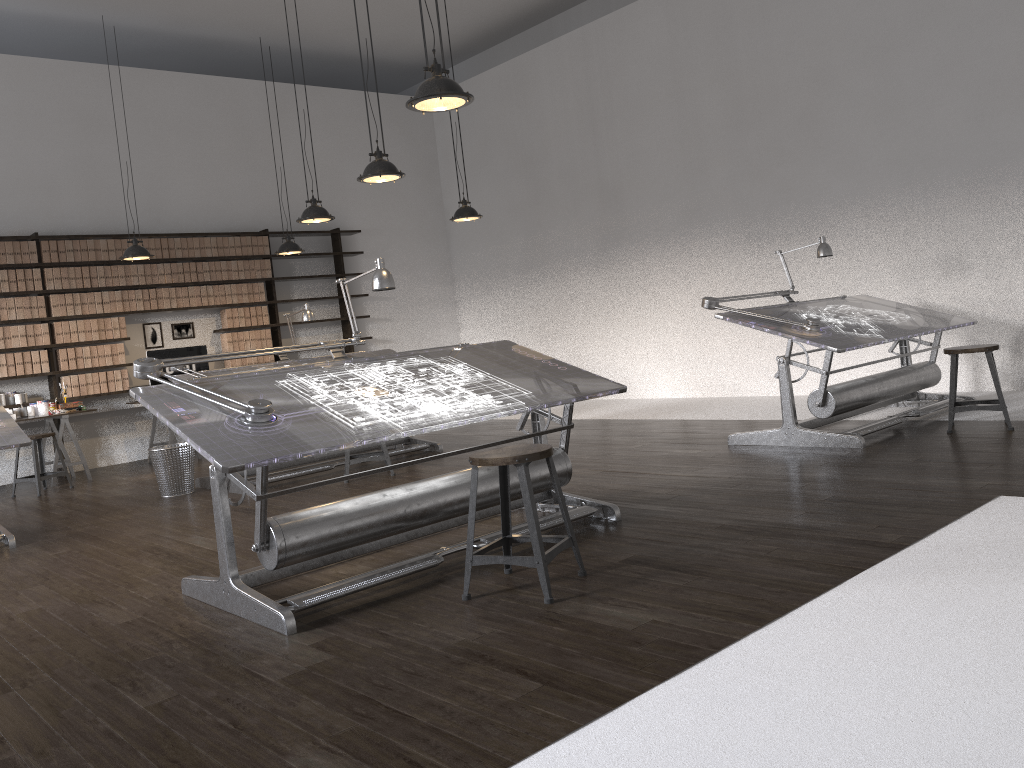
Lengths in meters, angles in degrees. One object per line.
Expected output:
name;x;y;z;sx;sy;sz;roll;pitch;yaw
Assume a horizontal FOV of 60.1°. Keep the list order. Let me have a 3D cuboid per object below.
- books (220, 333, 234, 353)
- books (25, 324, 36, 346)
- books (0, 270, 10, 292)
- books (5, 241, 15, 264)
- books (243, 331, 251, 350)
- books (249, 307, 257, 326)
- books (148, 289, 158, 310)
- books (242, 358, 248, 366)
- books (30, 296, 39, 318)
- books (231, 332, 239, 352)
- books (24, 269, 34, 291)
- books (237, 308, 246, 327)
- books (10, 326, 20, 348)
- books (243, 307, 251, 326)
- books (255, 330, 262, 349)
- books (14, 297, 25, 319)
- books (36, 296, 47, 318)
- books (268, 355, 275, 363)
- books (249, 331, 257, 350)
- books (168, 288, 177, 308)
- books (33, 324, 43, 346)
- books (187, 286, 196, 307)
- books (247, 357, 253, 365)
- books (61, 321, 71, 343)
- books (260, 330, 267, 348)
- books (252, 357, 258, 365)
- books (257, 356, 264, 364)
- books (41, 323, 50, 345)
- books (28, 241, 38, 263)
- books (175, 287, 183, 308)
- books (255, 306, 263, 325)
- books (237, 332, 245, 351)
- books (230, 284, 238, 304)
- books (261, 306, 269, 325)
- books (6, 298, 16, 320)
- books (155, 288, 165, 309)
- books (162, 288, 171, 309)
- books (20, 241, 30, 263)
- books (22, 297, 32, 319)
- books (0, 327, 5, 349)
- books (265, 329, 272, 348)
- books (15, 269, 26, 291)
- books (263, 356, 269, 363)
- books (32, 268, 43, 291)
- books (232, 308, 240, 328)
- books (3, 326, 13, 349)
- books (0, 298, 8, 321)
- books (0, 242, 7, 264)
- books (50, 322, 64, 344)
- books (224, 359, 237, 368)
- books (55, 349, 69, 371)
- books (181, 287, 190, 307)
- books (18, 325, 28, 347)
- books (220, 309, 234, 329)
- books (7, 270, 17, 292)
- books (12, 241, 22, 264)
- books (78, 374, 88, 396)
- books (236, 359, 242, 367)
books;-3.268;-0.467;10.147;0.067;0.225;0.174;-7;2;-41
books;-4.812;-0.472;8.815;0.067;0.225;0.174;-7;2;-41
books;-5.001;-0.998;8.694;0.067;0.225;0.174;-7;2;-41
books;-4.975;-1.283;8.740;0.067;0.225;0.174;-7;2;-41
books;-3.113;-0.494;10.286;0.067;0.225;0.174;-7;2;-41
books;-3.057;-0.782;10.358;0.067;0.225;0.174;-7;2;-41
books;-3.923;-0.912;9.619;0.067;0.225;0.174;-7;2;-41
books;-3.126;-0.211;10.251;0.067;0.225;0.174;-7;2;-41
books;-4.797;-0.755;8.852;0.067;0.225;0.174;-7;2;-41
books;-3.218;-0.476;10.196;0.067;0.225;0.174;-7;2;-41
books;-4.840;-1.026;8.843;0.067;0.225;0.174;-7;2;-41
books;-3.166;-0.763;10.262;0.067;0.225;0.174;-7;2;-41
books;-4.913;-0.454;8.724;0.067;0.225;0.174;-7;2;-41
books;-3.116;-0.772;10.312;0.067;0.225;0.174;-7;2;-41
books;-3.007;-0.512;10.375;0.067;0.225;0.174;-7;2;-41
books;-4.891;-0.738;8.764;0.067;0.225;0.174;-7;2;-41
books;-4.745;-0.764;8.899;0.067;0.225;0.174;-7;2;-41
books;-2.873;-0.254;10.468;0.067;0.225;0.174;-7;2;-41
books;-3.056;-0.503;10.332;0.067;0.225;0.174;-7;2;-41
books;-3.766;-0.940;9.761;0.067;0.225;0.174;-7;2;-41
books;-4.761;-0.481;8.863;0.067;0.225;0.174;-7;2;-41
books;-3.606;-0.967;9.902;0.067;0.225;0.174;-7;2;-41
books;-3.078;-0.219;10.292;0.067;0.225;0.174;-7;2;-41
books;-4.567;-0.520;9.032;0.067;0.225;0.174;-7;2;-41
books;-2.962;-0.520;10.420;0.067;0.225;0.174;-7;2;-41
books;-3.027;-0.228;10.334;0.067;0.225;0.174;-7;2;-41
books;-2.977;-0.237;10.383;0.067;0.225;0.174;-7;2;-41
books;-4.708;-0.489;8.900;0.067;0.225;0.174;-7;2;-41
books;-4.820;-1.310;8.879;0.067;0.225;0.174;-7;2;-41
books;-3.716;-0.949;9.810;0.067;0.225;0.174;-7;2;-41
books;-3.005;-0.791;10.411;0.067;0.225;0.174;-7;2;-41
books;-3.167;-0.485;10.243;0.067;0.225;0.174;-7;2;-41
books;-3.239;-1.031;10.225;0.067;0.225;0.174;-7;2;-41
books;-2.947;-0.801;10.459;0.067;0.225;0.174;-7;2;-41
books;-4.947;-0.729;8.718;0.067;0.225;0.174;-7;2;-41
books;-3.871;-0.922;9.672;0.067;0.225;0.174;-7;2;-41
books;-3.817;-0.930;9.710;0.067;0.225;0.174;-7;2;-41
books;-4.876;-1.301;8.835;0.067;0.225;0.174;-7;2;-41
books;-4.841;-0.747;8.807;0.067;0.225;0.174;-7;2;-41
books;-5.008;-0.437;8.636;0.067;0.225;0.174;-7;2;-41
books;-2.911;-0.529;10.467;0.067;0.225;0.174;-7;2;-41
books;-4.891;-1.017;8.790;0.067;0.225;0.174;-7;2;-41
books;-2.927;-0.246;10.430;0.067;0.225;0.174;-7;2;-41
books;-4.781;-1.036;8.891;0.067;0.225;0.174;-7;2;-41
books;-3.222;-0.753;10.219;0.067;0.225;0.174;-7;2;-41
books;-4.961;-0.446;8.684;0.067;0.225;0.174;-7;2;-41
books;-5.002;-0.720;8.675;0.067;0.225;0.174;-7;2;-41
books;-5.028;-1.274;8.699;0.067;0.225;0.174;-7;2;-41
books;-4.621;-0.511;8.987;0.067;0.225;0.174;-7;2;-41
books;-3.227;-0.193;10.164;0.067;0.225;0.174;-7;2;-41
books;-4.576;-0.240;9.001;0.067;0.225;0.174;-7;2;-41
books;-3.663;-0.958;9.854;0.067;0.225;0.174;-7;2;-41
books;-4.862;-0.463;8.766;0.067;0.225;0.174;-7;2;-41
books;-3.275;-0.744;10.172;0.067;0.225;0.174;-7;2;-41
books;-4.951;-1.007;8.745;0.067;0.225;0.174;-7;2;-41
books;-4.929;-1.291;8.789;0.067;0.225;0.174;-7;2;-41
books;-4.430;0.016;9.095;0.067;0.225;0.174;-7;2;-41
books;-3.173;-0.202;10.204;0.067;0.225;0.174;-7;2;-41
